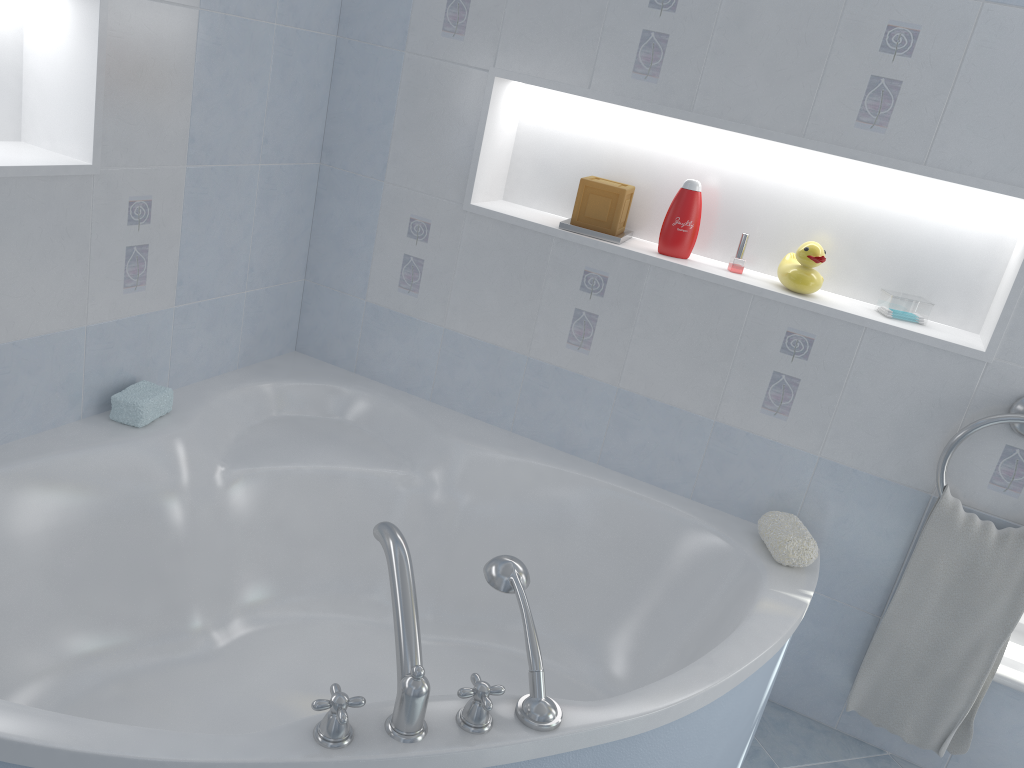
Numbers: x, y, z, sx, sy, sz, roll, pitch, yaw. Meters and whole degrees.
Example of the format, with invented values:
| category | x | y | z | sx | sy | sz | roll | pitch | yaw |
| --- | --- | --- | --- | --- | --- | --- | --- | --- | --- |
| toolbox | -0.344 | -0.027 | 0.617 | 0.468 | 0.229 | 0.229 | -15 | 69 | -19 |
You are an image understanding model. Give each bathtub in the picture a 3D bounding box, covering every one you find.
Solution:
| category | x | y | z | sx | sy | sz | roll | pitch | yaw |
| --- | --- | --- | --- | --- | --- | --- | --- | --- | --- |
| bathtub | -0.301 | 0.445 | 1.743 | 1.596 | 0.670 | 1.578 | 20 | 21 | 19 |

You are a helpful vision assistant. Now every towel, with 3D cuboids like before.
| category | x | y | z | sx | sy | sz | roll | pitch | yaw |
| --- | --- | --- | --- | --- | --- | --- | --- | --- | --- |
| towel | 0.987 | 0.543 | 1.993 | 0.280 | 0.635 | 0.083 | 20 | 21 | 19 |

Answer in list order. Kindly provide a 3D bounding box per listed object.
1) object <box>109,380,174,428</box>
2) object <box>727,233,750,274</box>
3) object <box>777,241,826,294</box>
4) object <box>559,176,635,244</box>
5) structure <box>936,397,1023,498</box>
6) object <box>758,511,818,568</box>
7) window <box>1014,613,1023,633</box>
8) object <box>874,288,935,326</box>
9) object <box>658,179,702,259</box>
| category | x | y | z | sx | sy | sz | roll | pitch | yaw |
| --- | --- | --- | --- | --- | --- | --- | --- | --- | --- |
| object | -0.841 | 0.044 | 2.017 | 0.081 | 0.059 | 0.128 | 15 | 20 | 7 |
| object | 0.550 | -0.315 | 2.135 | 0.030 | 0.096 | 0.030 | 10 | 20 | -8 |
| object | 0.679 | -0.275 | 2.065 | 0.095 | 0.122 | 0.132 | 7 | 20 | -14 |
| object | 0.228 | -0.446 | 2.241 | 0.160 | 0.130 | 0.160 | 18 | 20 | 14 |
| structure | 1.070 | 0.181 | 1.885 | 0.291 | 0.332 | 0.051 | 20 | 21 | 19 |
| object | 0.634 | 0.356 | 2.044 | 0.105 | 0.077 | 0.165 | 10 | 20 | -8 |
| window | 1.735 | -0.241 | 1.735 | 0.758 | 2.067 | 0.142 | 20 | 21 | 19 |
| object | 0.896 | -0.176 | 2.028 | 0.102 | 0.053 | 0.072 | 11 | 20 | -5 |
| object | 0.414 | -0.400 | 2.148 | 0.092 | 0.190 | 0.044 | 11 | 20 | -5 |
